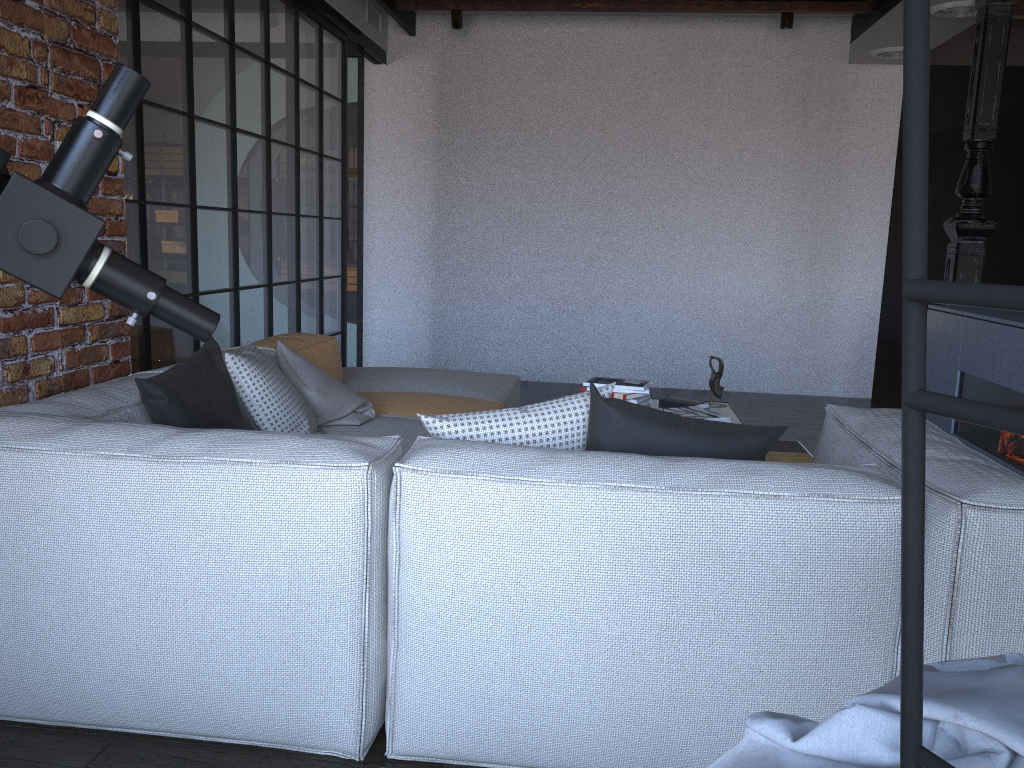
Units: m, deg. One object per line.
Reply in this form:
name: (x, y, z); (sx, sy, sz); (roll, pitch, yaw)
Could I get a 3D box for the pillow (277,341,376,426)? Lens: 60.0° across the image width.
pillow: (-0.693, 0.017, 3.302); (0.358, 0.314, 0.484); (-6, 12, -40)

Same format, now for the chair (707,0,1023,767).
chair: (0.593, -0.576, 0.440); (0.802, 2.223, 0.682); (-6, 12, -38)

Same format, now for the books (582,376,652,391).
books: (0.459, -0.003, 3.855); (0.268, 0.014, 0.196); (5, 10, 17)

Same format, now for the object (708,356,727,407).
object: (0.889, -0.016, 3.884); (0.093, 0.223, 0.099); (-7, 13, -43)

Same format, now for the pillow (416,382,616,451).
pillow: (0.029, 0.185, 2.184); (0.543, 0.402, 0.250); (0, 10, -12)

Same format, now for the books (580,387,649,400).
books: (0.447, 0.032, 3.843); (0.239, 0.023, 0.190); (10, 12, 40)

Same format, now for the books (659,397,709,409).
books: (0.749, 0.083, 3.855); (0.181, 0.029, 0.129); (11, 13, 43)

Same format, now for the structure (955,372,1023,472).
structure: (2.194, 0.192, 3.685); (0.332, 0.395, 0.943); (3, 9, 6)

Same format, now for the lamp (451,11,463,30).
lamp: (-0.380, -2.533, 6.059); (0.093, 0.210, 0.145); (2, 10, 1)

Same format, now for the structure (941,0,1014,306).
structure: (-1.492, -0.769, 3.788); (8.514, 2.396, 0.481); (0, 10, -13)

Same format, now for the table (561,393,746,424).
table: (0.557, 0.312, 3.692); (0.842, 0.389, 0.847); (3, 9, 6)

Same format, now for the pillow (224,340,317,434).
pillow: (-0.800, 0.043, 2.943); (0.293, 0.355, 0.495); (1, 10, -8)

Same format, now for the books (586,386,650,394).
books: (0.458, 0.012, 3.857); (0.268, 0.014, 0.196); (3, 9, 5)

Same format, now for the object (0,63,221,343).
object: (-0.442, 0.288, 0.409); (0.570, 1.473, 0.616); (8, 11, 32)

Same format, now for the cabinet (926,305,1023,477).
cabinet: (2.252, 0.257, 3.123); (0.607, 0.845, 2.957); (3, 9, 6)

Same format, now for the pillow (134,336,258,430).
pillow: (-0.891, 0.079, 2.614); (0.263, 0.401, 0.509); (2, 9, 0)

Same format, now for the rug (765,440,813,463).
rug: (0.825, 0.478, 4.029); (1.432, 0.013, 2.362); (3, 9, 6)

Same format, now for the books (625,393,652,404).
books: (0.457, 0.051, 3.868); (0.251, 0.023, 0.209); (6, 10, 25)

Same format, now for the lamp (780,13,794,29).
lamp: (1.794, -2.433, 5.826); (0.082, 0.184, 0.120); (-7, 13, -42)

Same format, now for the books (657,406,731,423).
books: (0.675, 0.133, 3.518); (0.308, 0.038, 0.225); (-2, 10, -24)

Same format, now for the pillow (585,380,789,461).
pillow: (0.361, 0.193, 2.122); (0.538, 0.417, 0.238); (1, 10, -4)

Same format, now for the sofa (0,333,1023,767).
sofa: (0.035, 0.235, 3.374); (2.536, 0.698, 3.297); (3, 9, 5)

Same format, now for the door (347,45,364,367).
door: (-3.148, -1.393, 7.133); (4.185, 2.596, 0.138); (3, 10, 6)

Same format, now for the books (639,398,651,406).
books: (0.457, 0.073, 3.871); (0.247, 0.024, 0.209); (6, 10, 25)
